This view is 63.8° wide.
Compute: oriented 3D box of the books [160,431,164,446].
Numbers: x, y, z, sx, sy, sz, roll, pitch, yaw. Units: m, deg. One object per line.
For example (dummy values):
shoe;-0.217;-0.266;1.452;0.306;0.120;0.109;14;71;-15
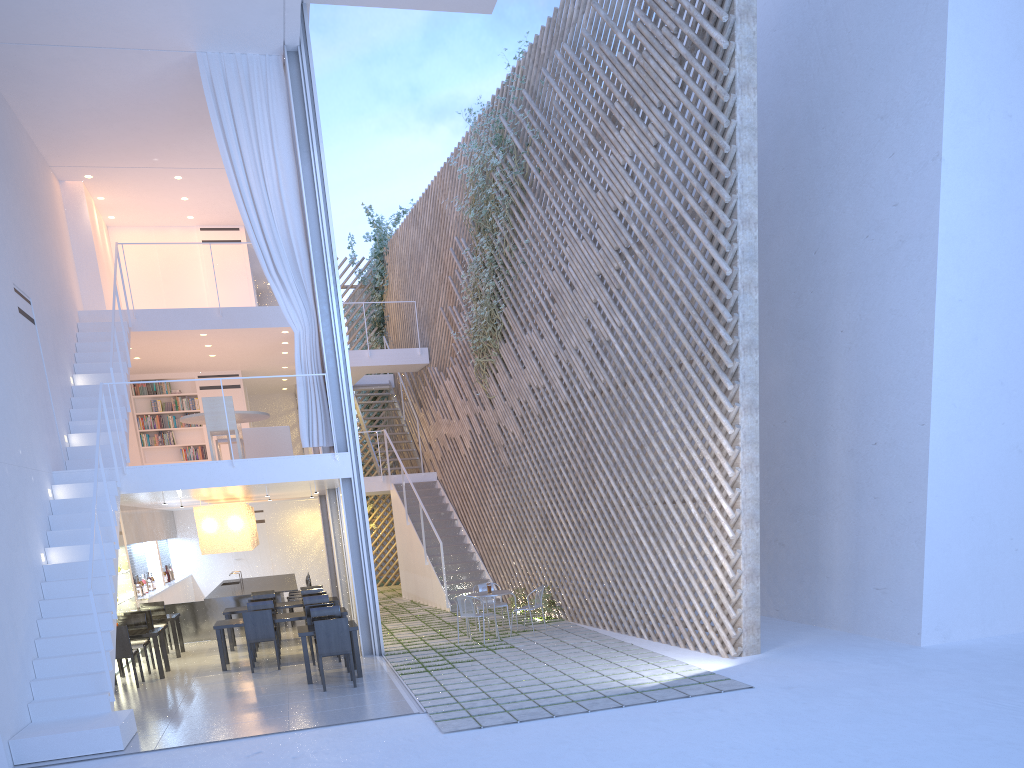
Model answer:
books;-3.691;0.579;8.687;0.011;0.160;0.079;-8;9;-17

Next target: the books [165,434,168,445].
books;-3.645;0.593;8.701;0.018;0.126;0.082;-8;7;-16

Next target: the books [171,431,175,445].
books;-3.591;0.578;8.710;0.011;0.151;0.083;-8;9;-17

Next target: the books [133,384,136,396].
books;-3.906;0.068;8.519;0.006;0.128;0.092;-8;7;-17

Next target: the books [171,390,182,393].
books;-3.520;0.079;8.627;0.094;0.021;0.062;-4;-6;-9

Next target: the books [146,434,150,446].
books;-3.826;0.598;8.663;0.020;0.136;0.067;-8;9;-16

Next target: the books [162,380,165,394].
books;-3.627;0.043;8.587;0.009;0.152;0.086;-8;8;-17

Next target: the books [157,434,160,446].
books;-3.724;0.594;8.679;0.015;0.132;0.086;-8;7;-17

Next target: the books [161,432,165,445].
books;-3.678;0.584;8.693;0.015;0.148;0.075;-8;9;-16

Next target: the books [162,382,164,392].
books;-3.633;0.052;8.585;0.005;0.134;0.092;-8;7;-17

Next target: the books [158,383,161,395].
books;-3.669;0.059;8.584;0.006;0.125;0.078;-8;8;-17

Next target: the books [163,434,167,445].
books;-3.661;0.592;8.693;0.015;0.129;0.089;-8;7;-17

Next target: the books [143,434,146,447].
books;-3.854;0.599;8.644;0.015;0.134;0.092;-8;7;-17

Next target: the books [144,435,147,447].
books;-3.844;0.602;8.650;0.006;0.126;0.087;-8;7;-17

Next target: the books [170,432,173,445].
books;-3.601;0.581;8.707;0.010;0.147;0.086;-8;8;-17

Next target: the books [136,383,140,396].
books;-3.875;0.064;8.539;0.020;0.136;0.067;-8;9;-16

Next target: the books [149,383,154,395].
books;-3.753;0.050;8.560;0.024;0.151;0.080;-8;9;-16

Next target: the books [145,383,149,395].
books;-3.791;0.059;8.546;0.007;0.134;0.092;-8;7;-17

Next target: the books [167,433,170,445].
books;-3.624;0.587;8.700;0.005;0.134;0.092;-8;7;-17

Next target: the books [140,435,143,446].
books;-3.879;0.602;8.639;0.006;0.128;0.092;-8;7;-17

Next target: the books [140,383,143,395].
books;-3.836;0.054;8.538;0.011;0.151;0.083;-8;9;-17

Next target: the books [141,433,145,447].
books;-3.870;0.593;8.642;0.015;0.148;0.085;-8;8;-17

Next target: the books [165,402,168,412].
books;-3.629;0.247;8.645;0.040;0.105;0.060;-7;8;-16

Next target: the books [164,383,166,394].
books;-3.617;0.048;8.588;0.008;0.140;0.092;-8;7;-17

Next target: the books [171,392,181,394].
books;-3.522;0.102;8.636;0.094;0.021;0.062;-3;-6;-14

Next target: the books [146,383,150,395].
books;-3.779;0.052;8.554;0.024;0.151;0.080;-8;9;-16

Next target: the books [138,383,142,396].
books;-3.854;0.063;8.544;0.020;0.136;0.067;-8;9;-16

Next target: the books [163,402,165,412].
books;-3.651;0.249;8.642;0.040;0.105;0.060;-7;8;-16

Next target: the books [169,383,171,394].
books;-3.576;0.051;8.611;0.006;0.134;0.069;-8;9;-17

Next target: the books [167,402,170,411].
books;-3.609;0.246;8.652;0.040;0.105;0.060;-7;8;-16

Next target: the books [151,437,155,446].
books;-3.784;0.613;8.680;0.020;0.103;0.060;-8;8;-16

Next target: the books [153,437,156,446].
books;-3.764;0.612;8.685;0.020;0.103;0.060;-8;8;-16

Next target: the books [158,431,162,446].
books;-3.710;0.580;8.680;0.015;0.159;0.084;-8;9;-17

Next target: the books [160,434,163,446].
books;-3.699;0.597;8.690;0.006;0.125;0.078;-8;8;-17

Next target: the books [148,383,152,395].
books;-3.762;0.051;8.558;0.024;0.151;0.080;-8;9;-16

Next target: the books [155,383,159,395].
books;-3.694;0.056;8.574;0.015;0.132;0.086;-8;7;-17

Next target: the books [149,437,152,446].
books;-3.805;0.614;8.675;0.020;0.103;0.060;-8;8;-16

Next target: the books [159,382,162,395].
books;-3.661;0.047;8.580;0.010;0.147;0.086;-8;8;-17

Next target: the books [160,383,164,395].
books;-3.646;0.057;8.588;0.018;0.126;0.082;-8;7;-16

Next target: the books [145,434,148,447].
books;-3.836;0.598;8.648;0.007;0.134;0.092;-8;7;-17

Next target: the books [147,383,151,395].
books;-3.770;0.051;8.556;0.024;0.151;0.080;-8;9;-16

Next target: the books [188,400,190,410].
books;-3.408;0.226;8.690;0.006;0.125;0.078;-8;8;-17

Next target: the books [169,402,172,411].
books;-3.588;0.245;8.656;0.040;0.105;0.060;-7;8;-16

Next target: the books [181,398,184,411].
books;-3.469;0.220;8.666;0.008;0.140;0.092;-8;7;-17

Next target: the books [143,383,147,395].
books;-3.806;0.063;8.545;0.020;0.128;0.089;-8;7;-16

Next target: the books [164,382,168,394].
books;-3.605;0.053;8.594;0.015;0.129;0.089;-8;7;-17

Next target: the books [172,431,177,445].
books;-3.577;0.578;8.715;0.019;0.151;0.080;-8;9;-16

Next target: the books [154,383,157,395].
books;-3.716;0.049;8.571;0.026;0.149;0.075;-8;9;-16

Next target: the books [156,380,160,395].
books;-3.681;0.042;8.575;0.015;0.159;0.084;-8;9;-17

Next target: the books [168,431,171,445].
books;-3.618;0.579;8.702;0.009;0.152;0.086;-8;8;-17

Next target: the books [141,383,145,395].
books;-3.825;0.049;8.542;0.011;0.160;0.079;-8;9;-17

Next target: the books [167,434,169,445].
books;-3.631;0.585;8.698;0.008;0.140;0.092;-8;7;-17

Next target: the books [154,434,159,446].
books;-3.741;0.596;8.674;0.020;0.128;0.089;-8;7;-16
